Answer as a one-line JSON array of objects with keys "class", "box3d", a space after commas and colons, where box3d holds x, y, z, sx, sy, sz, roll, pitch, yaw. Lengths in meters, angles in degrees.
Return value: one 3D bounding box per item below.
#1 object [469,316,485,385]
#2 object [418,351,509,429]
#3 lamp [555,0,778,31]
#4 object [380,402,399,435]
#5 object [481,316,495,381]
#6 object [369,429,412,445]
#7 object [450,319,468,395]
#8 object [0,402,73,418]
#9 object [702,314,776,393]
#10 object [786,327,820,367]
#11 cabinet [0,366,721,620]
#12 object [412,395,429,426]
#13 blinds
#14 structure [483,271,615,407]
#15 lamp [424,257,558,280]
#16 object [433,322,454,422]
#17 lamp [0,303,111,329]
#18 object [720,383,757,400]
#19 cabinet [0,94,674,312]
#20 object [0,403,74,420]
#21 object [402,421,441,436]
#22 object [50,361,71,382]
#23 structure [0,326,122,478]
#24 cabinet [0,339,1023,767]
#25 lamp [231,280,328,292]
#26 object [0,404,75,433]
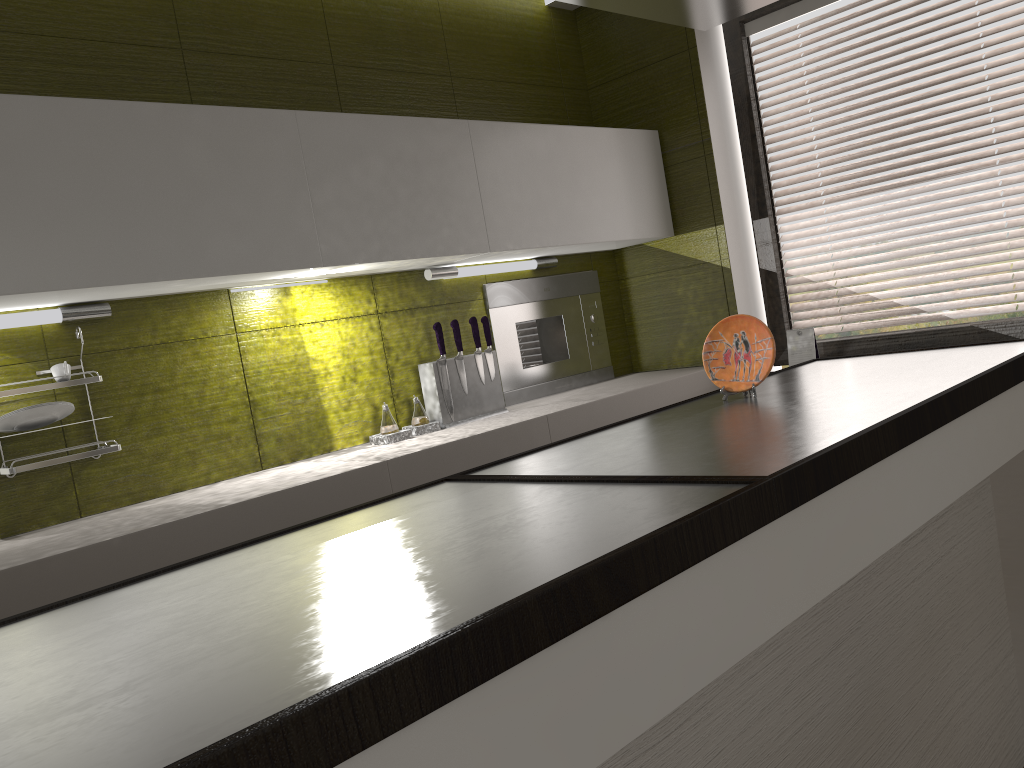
[{"class": "object", "box3d": [-0.118, -0.113, 3.072, 0.036, 0.243, 0.013, -13, 5, -44]}, {"class": "object", "box3d": [-0.169, 0.019, 3.067, 0.293, 0.227, 0.107, -13, 5, -44]}, {"class": "lamp", "box3d": [-0.077, -1.029, 1.346, 0.326, 0.683, 1.677, -6, 5, 45]}, {"class": "object", "box3d": [-0.396, 0.117, 2.824, 0.059, 0.121, 0.059, -10, 4, 2]}, {"class": "object", "box3d": [-0.083, -0.123, 3.107, 0.040, 0.231, 0.013, -13, 5, -44]}, {"class": "object", "box3d": [-0.387, 0.171, 2.828, 0.107, 0.032, 0.107, -13, 5, -44]}, {"class": "object", "box3d": [-0.179, -0.088, 3.011, 0.042, 0.264, 0.013, -13, 5, -44]}, {"class": "object", "box3d": [-1.151, 0.077, 2.133, 0.173, 0.052, 0.181, -6, 5, 45]}, {"class": "object", "box3d": [0.526, -0.072, 2.062, 0.184, 0.178, 0.055, -6, 5, 42]}, {"class": "object", "box3d": [1.103, -0.125, 3.364, 0.106, 0.169, 0.057, -6, 5, 40]}, {"class": "cabinet", "box3d": [-0.247, 0.717, 2.754, 0.465, 1.086, 2.940, -6, 5, 45]}, {"class": "object", "box3d": [-0.308, 0.094, 2.929, 0.059, 0.121, 0.059, -9, 4, 13]}, {"class": "blinds", "box3d": [1.008, -3.590, 7.121, 16.000, 12.704, 9.030, -10, 4, -5]}, {"class": "structure", "box3d": [0.168, -0.196, 3.556, 0.015, 0.469, 0.663, -6, 5, 45]}, {"class": "lamp", "box3d": [-0.059, -0.433, 3.309, 0.095, 0.041, 0.716, -6, 5, 45]}, {"class": "object", "box3d": [-0.228, -0.038, 2.958, 0.046, 0.339, 0.013, -13, 5, -44]}, {"class": "lamp", "box3d": [-1.315, -0.135, 2.092, 0.041, 0.041, 0.715, -6, 5, 45]}, {"class": "object", "box3d": [0.533, -0.034, 2.064, 0.088, 0.131, 0.072, -6, 5, 41]}, {"class": "cabinet", "box3d": [-0.603, 0.277, 2.622, 0.724, 2.089, 3.471, -6, 5, 45]}, {"class": "object", "box3d": [-1.150, 0.080, 2.132, 0.173, 0.052, 0.181, -6, 5, 45]}, {"class": "object", "box3d": [-0.299, 0.148, 2.933, 0.107, 0.032, 0.107, -12, 5, -33]}, {"class": "object", "box3d": [-1.130, -0.028, 2.222, 0.046, 0.053, 0.051, -11, 4, -13]}, {"class": "structure", "box3d": [-1.144, 0.039, 2.188, 0.110, 0.346, 0.266, -6, 5, 45]}, {"class": "cabinet", "box3d": [0.203, 0.705, 1.430, 0.663, 1.134, 2.947, -6, 5, 45]}, {"class": "lamp", "box3d": [-0.708, -0.301, 2.721, 0.008, 0.008, 0.334, -6, 5, 45]}, {"class": "object", "box3d": [-1.148, 0.083, 2.132, 0.173, 0.052, 0.181, -6, 5, 45]}]
